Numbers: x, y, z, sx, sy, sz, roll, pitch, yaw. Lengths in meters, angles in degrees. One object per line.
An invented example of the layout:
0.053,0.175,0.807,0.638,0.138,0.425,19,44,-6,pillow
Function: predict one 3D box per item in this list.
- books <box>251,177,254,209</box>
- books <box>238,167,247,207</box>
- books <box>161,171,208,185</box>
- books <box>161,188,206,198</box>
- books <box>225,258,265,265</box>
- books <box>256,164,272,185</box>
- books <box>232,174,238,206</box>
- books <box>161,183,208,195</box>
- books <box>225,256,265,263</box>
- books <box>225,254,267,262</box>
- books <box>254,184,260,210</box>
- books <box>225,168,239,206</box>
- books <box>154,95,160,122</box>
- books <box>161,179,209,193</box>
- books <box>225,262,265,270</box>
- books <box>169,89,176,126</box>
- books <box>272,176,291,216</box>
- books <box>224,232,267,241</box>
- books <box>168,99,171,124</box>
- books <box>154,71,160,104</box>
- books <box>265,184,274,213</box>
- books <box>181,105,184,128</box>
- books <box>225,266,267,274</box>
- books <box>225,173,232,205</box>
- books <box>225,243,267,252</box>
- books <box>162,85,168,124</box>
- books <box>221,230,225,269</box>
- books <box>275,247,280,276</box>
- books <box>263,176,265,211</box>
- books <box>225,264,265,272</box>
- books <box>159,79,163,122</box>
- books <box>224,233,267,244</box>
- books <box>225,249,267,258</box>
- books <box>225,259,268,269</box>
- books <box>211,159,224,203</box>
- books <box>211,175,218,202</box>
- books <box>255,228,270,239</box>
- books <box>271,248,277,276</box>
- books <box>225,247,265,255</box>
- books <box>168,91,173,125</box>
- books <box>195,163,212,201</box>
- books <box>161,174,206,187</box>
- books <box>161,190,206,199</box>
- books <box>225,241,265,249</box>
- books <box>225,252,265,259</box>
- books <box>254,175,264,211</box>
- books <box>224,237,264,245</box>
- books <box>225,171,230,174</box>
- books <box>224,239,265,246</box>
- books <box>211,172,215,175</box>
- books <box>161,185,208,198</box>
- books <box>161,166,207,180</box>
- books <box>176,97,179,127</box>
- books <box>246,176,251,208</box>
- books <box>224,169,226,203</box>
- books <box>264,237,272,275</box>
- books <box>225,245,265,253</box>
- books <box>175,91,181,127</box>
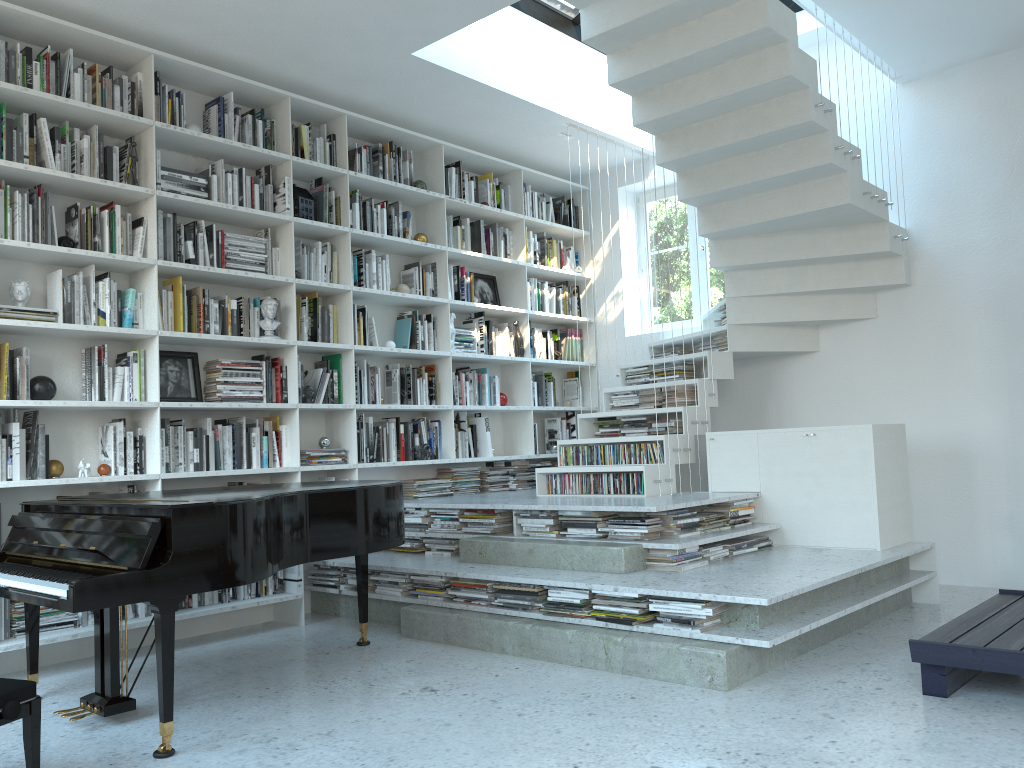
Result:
-1.569,-1.089,5.225,0.158,0.230,0.012,-6,-5,42,books
-1.613,-1.109,5.182,0.185,0.269,0.023,-6,-5,42,books
-1.861,-1.129,4.921,0.159,0.024,0.285,-6,-6,44,books
-1.856,-1.039,4.913,0.161,0.012,0.254,-6,-5,39,books
-1.595,-0.700,5.172,0.161,0.012,0.254,-6,-6,44,books
-1.488,-1.136,5.330,0.156,0.334,0.012,-6,-5,42,books
-1.649,-1.086,5.141,0.183,0.219,0.028,-6,-5,42,books
-1.859,-1.063,4.916,0.159,0.012,0.285,-6,-5,40,books
-1.596,-0.712,5.172,0.161,0.012,0.254,-6,-5,40,books
-1.598,-0.724,5.175,0.159,0.012,0.285,-6,-6,43,books
-1.551,-1.067,5.237,0.176,0.188,0.029,-6,-5,42,books
-1.646,-1.110,5.177,0.140,0.273,0.029,-6,-5,42,books
-1.968,-1.452,4.822,0.166,0.194,0.026,-6,-5,42,books
-1.854,-1.081,4.913,0.285,0.024,0.159,2,-6,-43,books
-1.596,-0.676,5.172,0.161,0.012,0.254,-6,-6,41,books
-1.902,-1.483,4.909,0.147,0.264,0.013,-6,-5,42,books
-1.416,-1.092,5.310,0.272,0.237,0.037,-6,-5,42,books
-1.602,-0.847,5.180,0.159,0.012,0.285,-6,-6,44,books
-1.925,-1.450,4.879,0.172,0.195,0.023,-6,-5,42,books
-1.968,-1.523,4.851,0.145,0.340,0.014,-6,-5,42,books
-1.493,-1.072,5.304,0.191,0.202,0.029,-6,-5,42,books
-1.872,-1.443,4.942,0.152,0.186,0.010,-6,-5,42,books
-1.595,-0.651,5.171,0.159,0.012,0.285,-6,-6,43,books
-1.674,-1.086,5.109,0.190,0.216,0.027,-6,-5,42,books
-1.601,-0.784,5.178,0.159,0.012,0.285,-6,-6,41,books
-1.929,-1.486,4.860,0.163,0.264,0.011,-6,-5,42,books
-1.685,-0.738,5.043,0.176,0.246,0.013,-6,-5,42,books
-1.453,-0.705,5.339,0.158,0.205,0.030,-6,-5,42,books
-1.524,-1.101,5.294,0.133,0.261,0.029,-6,-5,42,books
-1.597,-0.663,5.172,0.161,0.012,0.254,-6,-6,42,books
-1.954,-1.501,4.855,0.153,0.296,0.010,-6,-5,42,books
-1.596,-0.835,5.175,0.159,0.012,0.285,-6,-5,37,books
-1.596,-0.748,5.173,0.159,0.012,0.285,-7,-6,45,books
-1.593,-0.688,5.169,0.159,0.012,0.285,-6,-5,39,books
-1.699,-1.122,5.065,0.190,0.284,0.011,-6,-5,42,books
-1.734,-1.074,5.038,0.193,0.187,0.025,-6,-5,42,books
-1.487,-0.763,5.302,0.140,0.318,0.012,-6,-5,42,books
-1.468,-0.703,5.312,0.172,0.198,0.029,-6,-5,42,books
-1.596,-0.760,5.174,0.161,0.012,0.254,-6,-5,39,books
-1.915,-1.475,4.903,0.139,0.248,0.014,-6,-5,42,books
-1.751,-1.107,5.030,0.161,0.254,0.012,-6,-5,42,books
-1.857,-1.105,4.917,0.161,0.025,0.254,-6,-5,38,books
-1.853,-1.027,4.909,0.254,0.012,0.161,2,-6,-43,books
-1.595,-0.797,5.173,0.254,0.012,0.161,2,-6,-43,books
-1.599,-0.736,5.175,0.161,0.012,0.254,-6,-6,43,books
-1.532,-1.096,5.260,0.173,0.248,0.032,-6,-5,42,books
-1.604,-0.822,5.182,0.161,0.012,0.254,-6,-6,42,books
-1.670,-1.098,5.133,0.131,0.244,0.012,-6,-5,42,books
-1.600,-0.810,5.178,0.161,0.012,0.254,-6,-6,44,books
-1.740,-1.089,5.077,0.128,0.223,0.024,-6,-5,42,books
-1.857,-1.051,4.913,0.159,0.012,0.285,-6,-5,39,books
-1.866,-1.153,4.926,0.159,0.024,0.285,-6,-6,42,books
-1.888,-1.461,4.916,0.144,0.219,0.016,-6,-5,42,books
-1.591,-1.086,5.192,0.190,0.222,0.023,-6,-5,42,books
-1.699,-1.097,5.086,0.171,0.237,0.021,-6,-5,42,books
-1.482,-0.732,5.281,0.161,0.254,0.012,-6,-5,42,books
-1.598,-0.772,5.176,0.161,0.012,0.254,-6,-6,44,books
-1.880,-1.478,4.923,0.168,0.255,0.005,-6,-5,42,books
